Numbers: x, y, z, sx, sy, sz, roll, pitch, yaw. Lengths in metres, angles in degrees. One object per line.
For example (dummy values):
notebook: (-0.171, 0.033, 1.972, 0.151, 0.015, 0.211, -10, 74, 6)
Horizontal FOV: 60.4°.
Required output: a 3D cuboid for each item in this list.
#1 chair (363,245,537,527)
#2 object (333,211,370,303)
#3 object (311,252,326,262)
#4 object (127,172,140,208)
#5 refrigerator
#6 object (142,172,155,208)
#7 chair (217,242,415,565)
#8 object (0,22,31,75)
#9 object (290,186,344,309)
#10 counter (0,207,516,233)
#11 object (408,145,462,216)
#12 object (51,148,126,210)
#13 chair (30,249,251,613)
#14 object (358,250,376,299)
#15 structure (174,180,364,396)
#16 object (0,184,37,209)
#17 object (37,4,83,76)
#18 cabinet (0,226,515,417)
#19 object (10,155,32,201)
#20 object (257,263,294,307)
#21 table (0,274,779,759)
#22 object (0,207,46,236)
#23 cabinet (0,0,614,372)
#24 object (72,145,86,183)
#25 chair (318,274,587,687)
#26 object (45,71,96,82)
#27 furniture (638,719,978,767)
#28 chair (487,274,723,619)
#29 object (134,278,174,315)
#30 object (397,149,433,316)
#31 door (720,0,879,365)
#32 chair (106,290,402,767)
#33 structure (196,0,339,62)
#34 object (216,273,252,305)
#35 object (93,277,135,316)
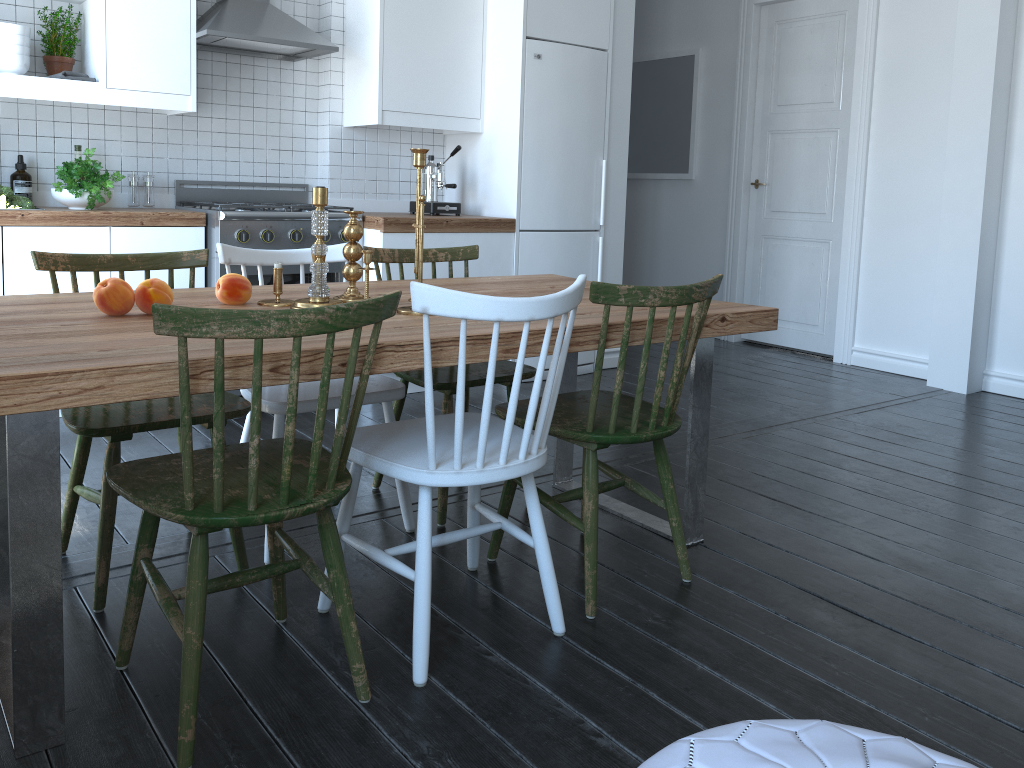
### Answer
chair: (-0.206, -0.037, 2.936, 0.469, 0.817, 0.491, -4, 10, -38)
object: (-0.425, -0.338, 2.352, 0.101, 0.244, 0.102, 0, 7, -14)
object: (-0.521, -0.291, 2.372, 0.049, 0.137, 0.050, -3, 8, -37)
object: (-1.804, -0.926, 4.198, 0.059, 0.170, 0.060, -1, 7, -24)
refrigerator: (0.096, -0.976, 5.015, 0.578, 1.778, 0.688, -3, 8, -37)
object: (-1.742, -0.928, 4.218, 0.059, 0.170, 0.060, -1, 7, -24)
chair: (-0.608, 0.003, 2.653, 0.468, 0.831, 0.516, -4, 10, -37)
object: (-2.116, -1.393, 3.692, 0.150, 0.213, 0.313, -5, 12, -39)
object: (-0.483, -0.340, 2.208, 0.140, 0.307, 0.142, 3, 7, 5)
counter: (-1.470, -0.746, 4.003, 3.113, 0.072, 0.858, -7, 16, -37)
object: (-0.377, -1.082, 4.686, 0.206, 0.365, 0.357, -4, 11, -37)
object: (-1.853, -0.889, 3.812, 0.341, 0.265, 0.273, 11, 13, 42)
chair: (-0.971, 0.069, 2.336, 0.469, 0.816, 0.491, -4, 10, -38)
object: (-0.347, -0.239, 2.106, 0.080, 0.158, 0.081, 3, 7, 10)
structure: (-1.193, -0.477, 4.333, 0.703, 1.006, 0.730, -4, 10, -37)
object: (-2.147, -0.750, 3.577, 0.285, 0.303, 0.475, 6, 11, 25)
object: (-2.004, -1.510, 3.910, 0.165, 0.361, 0.173, 2, 7, 0)
cabinet: (-1.515, -0.333, 4.097, 3.191, 0.804, 0.739, -5, 11, -29)
object: (-2.178, -0.901, 3.906, 0.085, 0.228, 0.086, 4, 7, 18)
object: (-0.605, -0.261, 2.277, 0.103, 0.112, 0.103, 9, 11, 38)
table: (-0.443, 0.154, 2.278, 2.237, 0.706, 1.031, -7, 14, -37)
object: (-2.167, -0.678, 3.654, 0.373, 0.110, 0.358, -7, 15, -36)
cabinet: (-1.217, -1.125, 4.188, 3.803, 2.340, 0.789, -5, 9, -33)
object: (-1.972, -0.944, 4.006, 0.066, 0.279, 0.067, -4, 8, -42)
chair: (-0.122, 0.158, 2.025, 0.468, 0.831, 0.516, -4, 10, -37)
object: (-1.937, -1.325, 3.814, 0.247, 0.042, 0.280, -10, 17, -43)
furniture: (0.365, 0.660, 0.929, 0.613, 0.413, 0.622, -8, 14, -42)
chair: (0.240, 0.108, 2.345, 0.469, 0.816, 0.491, -4, 10, -38)
object: (-0.830, -0.202, 2.042, 0.083, 0.087, 0.092, 0, 9, -11)
object: (-0.225, -0.378, 2.191, 0.114, 0.405, 0.114, 4, 7, 15)
door: (1.905, -1.440, 5.870, 0.116, 2.443, 1.053, -2, 8, -37)
chair: (-0.525, 0.215, 1.744, 0.469, 0.817, 0.491, -4, 10, -38)
structure: (-1.224, -2.261, 4.199, 0.635, 1.288, 0.534, -3, 9, -37)
object: (-0.711, -0.242, 2.251, 0.089, 0.083, 0.086, -2, 10, -24)
object: (-0.906, -0.198, 2.006, 0.084, 0.089, 0.088, 10, 12, 42)
